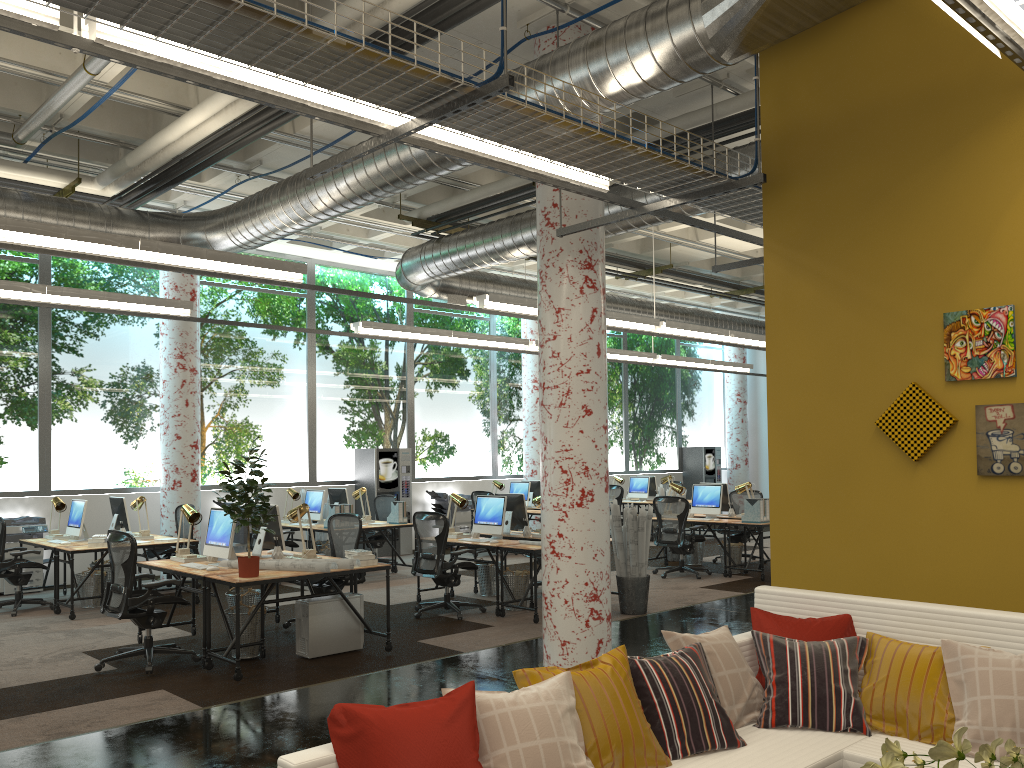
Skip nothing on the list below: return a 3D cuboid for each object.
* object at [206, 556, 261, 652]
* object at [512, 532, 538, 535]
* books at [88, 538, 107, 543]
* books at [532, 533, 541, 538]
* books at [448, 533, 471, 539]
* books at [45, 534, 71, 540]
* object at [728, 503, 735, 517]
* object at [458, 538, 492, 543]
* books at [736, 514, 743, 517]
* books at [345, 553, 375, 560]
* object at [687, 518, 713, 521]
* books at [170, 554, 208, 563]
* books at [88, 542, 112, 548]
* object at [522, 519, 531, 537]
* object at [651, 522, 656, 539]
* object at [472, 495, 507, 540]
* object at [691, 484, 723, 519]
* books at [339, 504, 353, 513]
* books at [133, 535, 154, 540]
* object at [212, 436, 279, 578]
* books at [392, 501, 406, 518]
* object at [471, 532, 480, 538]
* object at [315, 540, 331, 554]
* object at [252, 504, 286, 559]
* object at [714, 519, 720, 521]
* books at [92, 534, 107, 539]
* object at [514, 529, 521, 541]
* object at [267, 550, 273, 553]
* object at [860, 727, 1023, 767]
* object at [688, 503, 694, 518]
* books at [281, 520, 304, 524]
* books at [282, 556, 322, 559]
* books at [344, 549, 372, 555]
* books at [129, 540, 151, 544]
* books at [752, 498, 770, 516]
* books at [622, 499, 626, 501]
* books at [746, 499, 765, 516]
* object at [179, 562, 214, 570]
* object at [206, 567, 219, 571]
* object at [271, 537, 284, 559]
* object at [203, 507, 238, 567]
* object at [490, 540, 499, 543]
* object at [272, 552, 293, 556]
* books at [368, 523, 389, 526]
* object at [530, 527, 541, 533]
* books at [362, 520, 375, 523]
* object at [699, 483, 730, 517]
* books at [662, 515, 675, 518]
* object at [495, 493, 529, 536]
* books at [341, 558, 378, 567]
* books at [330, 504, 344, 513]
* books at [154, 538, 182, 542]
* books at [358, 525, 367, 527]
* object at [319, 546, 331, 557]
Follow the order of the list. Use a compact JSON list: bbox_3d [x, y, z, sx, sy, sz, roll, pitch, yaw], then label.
[{"bbox_3d":[-2.372,1.804,7.592,0.849,0.931,0.105,-4,-3,42],"label":"object"},{"bbox_3d":[0.162,1.756,10.437,0.119,0.017,0.439,4,-6,-43],"label":"object"},{"bbox_3d":[-4.477,1.698,9.678,0.193,0.044,0.258,-1,-5,4],"label":"books"},{"bbox_3d":[0.405,1.701,9.940,0.226,0.038,0.309,3,-6,-43],"label":"books"},{"bbox_3d":[-0.648,1.731,10.116,0.226,0.038,0.309,3,-6,-43],"label":"books"},{"bbox_3d":[-5.466,1.846,10.675,0.226,0.038,0.309,3,-6,-43],"label":"books"},{"bbox_3d":[3.139,1.803,12.669,0.101,0.209,0.101,-1,-2,2],"label":"object"},{"bbox_3d":[-0.404,1.697,9.618,0.119,0.017,0.439,4,-6,-43],"label":"object"},{"bbox_3d":[3.376,1.877,12.590,0.226,0.038,0.309,3,-6,-43],"label":"books"},{"bbox_3d":[-1.283,1.449,7.471,0.193,0.044,0.258,1,-5,-26],"label":"books"},{"bbox_3d":[2.567,1.873,12.268,0.119,0.017,0.439,4,-6,-43],"label":"object"},{"bbox_3d":[-2.888,1.560,7.925,0.226,0.038,0.309,3,-6,-43],"label":"books"},{"bbox_3d":[-4.495,1.743,9.657,0.200,0.050,0.272,0,-5,-16],"label":"books"},{"bbox_3d":[0.168,1.627,10.019,0.101,0.209,0.101,-1,-2,2],"label":"object"},{"bbox_3d":[2.775,2.791,17.169,0.359,0.434,0.353,-4,-4,43],"label":"object"},{"bbox_3d":[-0.228,1.473,9.758,0.190,0.484,0.484,1,-4,-43],"label":"object"},{"bbox_3d":[2.743,1.649,12.408,0.190,0.484,0.484,1,-4,-43],"label":"object"},{"bbox_3d":[-2.204,1.754,11.784,0.068,0.310,0.234,1,-3,-43],"label":"books"},{"bbox_3d":[-4.413,1.816,10.499,0.226,0.038,0.309,3,-6,-43],"label":"books"},{"bbox_3d":[-2.044,0.937,6.791,0.514,1.076,0.439,-3,-3,37],"label":"object"},{"bbox_3d":[-1.574,1.793,12.374,0.068,0.310,0.234,1,-3,-43],"label":"books"},{"bbox_3d":[-0.413,1.637,10.042,0.101,0.209,0.101,-1,-2,2],"label":"object"},{"bbox_3d":[-2.805,2.544,13.197,0.353,0.434,0.369,0,-3,-8],"label":"object"},{"bbox_3d":[-2.261,1.345,8.120,0.190,0.484,0.484,1,-4,-43],"label":"object"},{"bbox_3d":[2.786,1.843,12.024,0.106,0.029,0.059,3,-6,-42],"label":"object"},{"bbox_3d":[-4.492,1.667,9.677,0.153,0.030,0.185,0,-5,-15],"label":"books"},{"bbox_3d":[0.105,2.726,15.922,0.359,0.434,0.353,-4,-4,43],"label":"object"},{"bbox_3d":[-2.297,1.603,8.490,0.106,0.029,0.059,3,-6,-42],"label":"object"},{"bbox_3d":[0.995,1.155,2.091,0.788,0.615,0.418,1,-3,-31],"label":"object"},{"bbox_3d":[2.558,1.813,12.692,0.101,0.209,0.101,-1,-2,2],"label":"object"},{"bbox_3d":[-3.187,1.989,12.812,0.226,0.038,0.309,3,-6,-43],"label":"books"},{"bbox_3d":[-1.835,1.531,7.749,0.226,0.038,0.309,3,-6,-43],"label":"books"},{"bbox_3d":[-1.295,1.417,7.462,0.185,0.030,0.153,-5,-6,45],"label":"books"},{"bbox_3d":[-4.235,1.782,9.979,0.243,0.019,0.205,-3,-5,24],"label":"books"},{"bbox_3d":[3.306,1.671,11.738,0.068,0.310,0.234,1,-3,-43],"label":"books"},{"bbox_3d":[2.091,2.321,17.760,0.226,0.038,0.309,3,-6,-43],"label":"books"},{"bbox_3d":[3.198,1.664,11.637,0.068,0.310,0.234,1,-3,-43],"label":"books"},{"bbox_3d":[-2.644,1.527,7.427,0.119,0.017,0.439,4,-6,-43],"label":"object"},{"bbox_3d":[-2.425,1.497,7.183,0.106,0.029,0.059,3,-6,-42],"label":"object"},{"bbox_3d":[-2.072,1.457,7.828,0.101,0.209,0.101,-1,-2,2],"label":"object"},{"bbox_3d":[-2.468,1.303,7.567,0.190,0.484,0.484,1,-4,-43],"label":"object"},{"bbox_3d":[-0.185,1.667,9.374,0.106,0.029,0.059,3,-6,-42],"label":"object"},{"bbox_3d":[-2.078,1.586,8.246,0.119,0.017,0.439,4,-6,-43],"label":"object"},{"bbox_3d":[-1.835,1.926,12.171,0.200,0.024,0.236,-3,-5,20],"label":"books"},{"bbox_3d":[-0.861,2.591,14.095,3.411,0.436,0.367,2,-4,-34],"label":"object"},{"bbox_3d":[-2.134,1.960,12.636,0.226,0.038,0.309,3,-6,-43],"label":"books"},{"bbox_3d":[2.950,1.691,12.961,0.190,0.484,0.484,1,-4,-43],"label":"object"},{"bbox_3d":[2.323,1.906,12.766,0.226,0.038,0.309,3,-6,-43],"label":"books"},{"bbox_3d":[-0.021,1.516,10.311,0.190,0.484,0.484,1,-4,-43],"label":"object"},{"bbox_3d":[-1.289,1.494,7.443,0.272,0.050,0.200,-5,-6,44],"label":"books"},{"bbox_3d":[-2.312,1.747,11.683,0.068,0.310,0.234,1,-3,-43],"label":"books"},{"bbox_3d":[-3.954,1.792,10.185,0.200,0.024,0.236,-3,-5,20],"label":"books"},{"bbox_3d":[-2.116,1.916,11.966,0.243,0.019,0.205,-3,-5,24],"label":"books"},{"bbox_3d":[-2.503,2.459,12.221,0.359,0.434,0.353,-4,-4,43],"label":"object"}]
